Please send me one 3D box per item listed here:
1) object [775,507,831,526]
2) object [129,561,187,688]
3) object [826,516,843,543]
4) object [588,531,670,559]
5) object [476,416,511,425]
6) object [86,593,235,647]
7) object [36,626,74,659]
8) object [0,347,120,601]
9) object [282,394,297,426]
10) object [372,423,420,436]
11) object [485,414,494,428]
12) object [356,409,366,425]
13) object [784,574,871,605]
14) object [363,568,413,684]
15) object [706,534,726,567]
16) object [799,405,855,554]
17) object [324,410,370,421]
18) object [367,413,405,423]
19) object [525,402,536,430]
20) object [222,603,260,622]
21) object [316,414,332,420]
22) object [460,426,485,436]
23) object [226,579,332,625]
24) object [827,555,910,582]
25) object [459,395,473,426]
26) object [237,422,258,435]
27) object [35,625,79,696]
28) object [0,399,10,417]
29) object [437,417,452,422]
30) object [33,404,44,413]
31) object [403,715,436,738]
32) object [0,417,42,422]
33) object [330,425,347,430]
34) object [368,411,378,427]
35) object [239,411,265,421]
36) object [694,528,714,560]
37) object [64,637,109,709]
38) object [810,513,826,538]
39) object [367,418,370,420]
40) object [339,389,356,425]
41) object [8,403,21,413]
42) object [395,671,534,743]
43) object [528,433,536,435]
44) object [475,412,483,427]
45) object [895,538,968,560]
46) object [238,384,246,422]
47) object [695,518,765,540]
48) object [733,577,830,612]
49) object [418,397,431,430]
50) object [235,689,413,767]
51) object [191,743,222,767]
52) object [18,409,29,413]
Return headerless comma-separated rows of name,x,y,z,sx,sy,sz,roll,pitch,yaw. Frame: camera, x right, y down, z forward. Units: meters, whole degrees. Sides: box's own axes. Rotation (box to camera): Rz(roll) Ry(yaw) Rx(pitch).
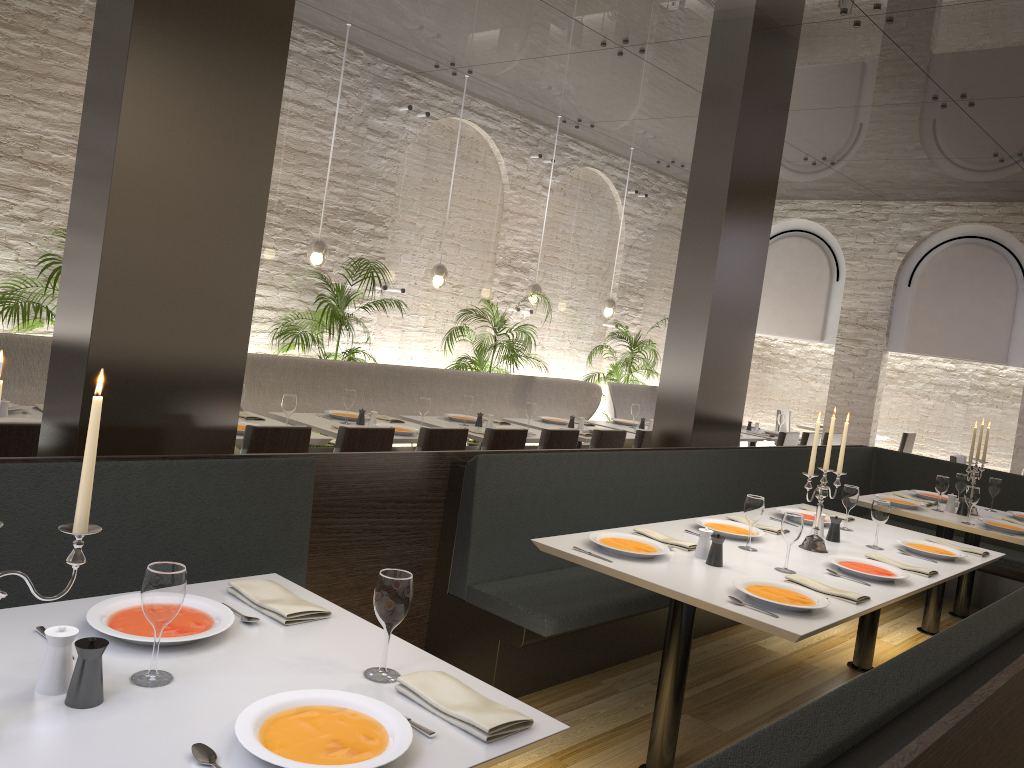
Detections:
object,1.565,0.715,4.722,0.323,0.036,0.321,11,5,37
object,-0.710,0.482,1.785,0.086,0.230,0.086,7,2,-36
object,1.558,0.700,4.278,0.069,0.126,0.068,9,2,35
object,0.455,0.638,3.470,0.322,0.036,0.321,11,5,39
object,-0.153,0.305,7.326,0.274,0.033,0.142,11,5,42
object,-0.809,0.550,2.046,0.321,0.036,0.323,6,4,-29
object,-0.968,0.549,1.881,0.186,0.010,0.017,11,5,42
object,-0.868,0.266,1.433,0.389,0.656,0.132,7,2,-38
object,-1.300,0.177,5.140,0.086,0.230,0.087,8,2,-6
object,-0.765,0.306,5.857,0.322,0.036,0.321,10,4,24
object,-0.169,0.286,6.856,0.059,0.109,0.059,9,2,33
object,-1.019,0.221,6.002,0.059,0.109,0.059,9,2,33
object,1.169,0.759,3.288,0.274,0.033,0.142,11,5,42
object,-0.272,0.533,1.962,0.086,0.230,0.086,7,2,-36
object,0.794,0.646,3.444,0.068,0.126,0.069,8,2,-17
object,1.412,0.424,4.003,0.389,0.656,0.132,7,2,-38
object,-1.160,0.226,6.216,0.322,0.036,0.321,10,4,24
object,-0.922,0.252,6.459,0.274,0.033,0.142,11,5,42
object,0.139,0.263,6.962,0.086,0.230,0.087,8,2,-6
object,-0.682,0.566,2.202,0.182,0.015,0.038,12,5,43
object,-1.286,0.227,6.082,0.186,0.010,0.017,11,5,42
object,-0.237,0.350,6.456,0.274,0.033,0.142,11,5,42
object,-0.609,0.562,2.312,0.274,0.033,0.142,11,5,42
object,1.468,0.770,3.664,0.321,0.036,0.323,6,4,-29
object,-0.349,0.204,6.794,0.086,0.230,0.087,8,2,-6
object,-1.535,0.253,4.989,0.321,0.036,0.322,7,4,-13
object,-0.865,0.523,1.689,0.069,0.126,0.068,9,2,35
object,-2.457,0.128,4.276,0.059,0.109,0.059,9,2,33
object,-0.518,0.281,6.949,0.186,0.010,0.017,11,5,42
object,-2.441,0.146,4.746,0.274,0.033,0.142,11,5,42
object,-0.220,0.664,1.768,0.186,0.010,0.017,11,5,42
object,-2.285,0.201,4.144,0.322,0.036,0.321,9,4,20
object,-1.005,0.297,5.590,0.274,0.033,0.142,11,5,42
object,-0.937,0.233,5.989,0.059,0.109,0.059,9,2,33
object,-1.691,0.198,5.591,0.274,0.033,0.142,11,5,42
object,0.767,0.636,3.535,0.068,0.126,0.069,7,2,-25
object,-0.792,0.536,1.656,0.069,0.126,0.068,9,2,35
object,1.499,0.688,4.335,0.069,0.126,0.068,9,2,35
object,-1.047,0.241,6.351,0.182,0.015,0.038,12,5,43
object,-1.100,0.152,5.946,0.086,0.230,0.086,8,2,0
object,-2.679,0.121,4.503,0.322,0.036,0.321,9,4,20
object,-0.102,0.665,1.854,0.274,0.033,0.142,11,5,42
object,0.116,0.377,6.859,0.186,0.010,0.017,11,5,42
object,-0.251,0.274,6.869,0.059,0.109,0.059,9,2,33
object,2.031,0.809,4.298,0.323,0.036,0.321,11,5,37
object,-1.655,0.114,5.321,0.086,0.230,0.087,8,2,-6
object,1.002,0.676,4.088,0.321,0.036,0.323,6,4,-29
object,0.920,0.732,3.047,0.322,0.036,0.321,9,4,17
object,-0.613,0.211,6.115,0.086,0.230,0.087,7,2,-42
object,-0.343,0.645,1.622,0.321,0.036,0.323,6,4,-29
object,-0.482,0.643,1.472,0.182,0.015,0.038,12,5,43
object,-2.566,0.136,4.638,0.182,0.015,0.038,12,5,43
